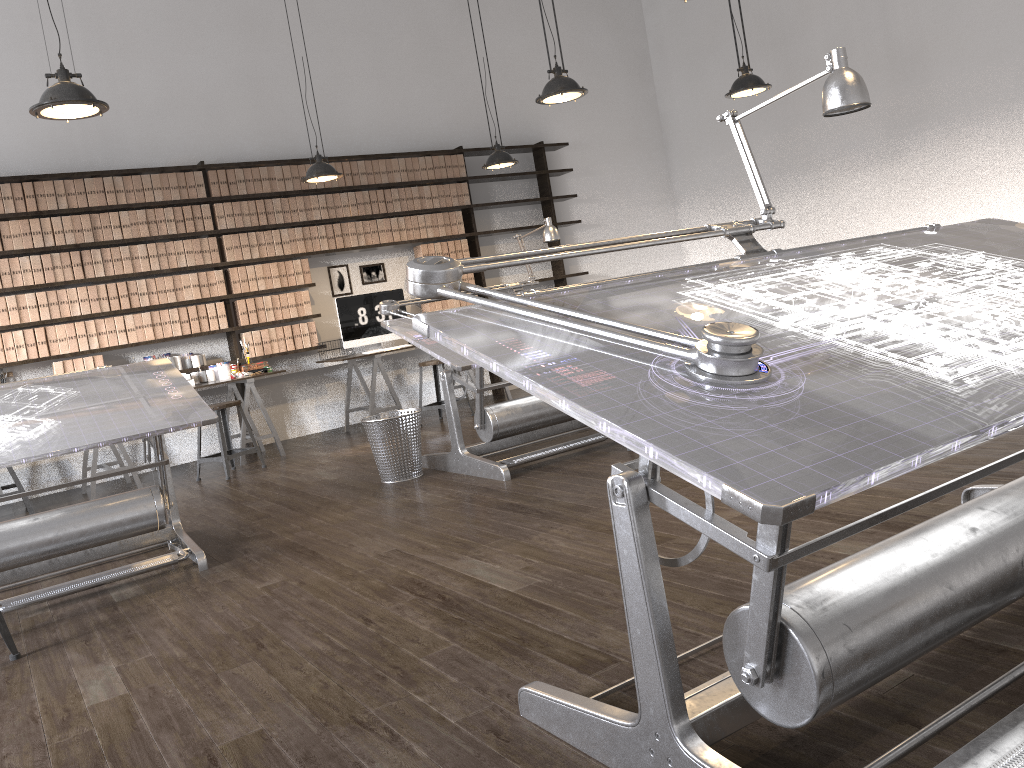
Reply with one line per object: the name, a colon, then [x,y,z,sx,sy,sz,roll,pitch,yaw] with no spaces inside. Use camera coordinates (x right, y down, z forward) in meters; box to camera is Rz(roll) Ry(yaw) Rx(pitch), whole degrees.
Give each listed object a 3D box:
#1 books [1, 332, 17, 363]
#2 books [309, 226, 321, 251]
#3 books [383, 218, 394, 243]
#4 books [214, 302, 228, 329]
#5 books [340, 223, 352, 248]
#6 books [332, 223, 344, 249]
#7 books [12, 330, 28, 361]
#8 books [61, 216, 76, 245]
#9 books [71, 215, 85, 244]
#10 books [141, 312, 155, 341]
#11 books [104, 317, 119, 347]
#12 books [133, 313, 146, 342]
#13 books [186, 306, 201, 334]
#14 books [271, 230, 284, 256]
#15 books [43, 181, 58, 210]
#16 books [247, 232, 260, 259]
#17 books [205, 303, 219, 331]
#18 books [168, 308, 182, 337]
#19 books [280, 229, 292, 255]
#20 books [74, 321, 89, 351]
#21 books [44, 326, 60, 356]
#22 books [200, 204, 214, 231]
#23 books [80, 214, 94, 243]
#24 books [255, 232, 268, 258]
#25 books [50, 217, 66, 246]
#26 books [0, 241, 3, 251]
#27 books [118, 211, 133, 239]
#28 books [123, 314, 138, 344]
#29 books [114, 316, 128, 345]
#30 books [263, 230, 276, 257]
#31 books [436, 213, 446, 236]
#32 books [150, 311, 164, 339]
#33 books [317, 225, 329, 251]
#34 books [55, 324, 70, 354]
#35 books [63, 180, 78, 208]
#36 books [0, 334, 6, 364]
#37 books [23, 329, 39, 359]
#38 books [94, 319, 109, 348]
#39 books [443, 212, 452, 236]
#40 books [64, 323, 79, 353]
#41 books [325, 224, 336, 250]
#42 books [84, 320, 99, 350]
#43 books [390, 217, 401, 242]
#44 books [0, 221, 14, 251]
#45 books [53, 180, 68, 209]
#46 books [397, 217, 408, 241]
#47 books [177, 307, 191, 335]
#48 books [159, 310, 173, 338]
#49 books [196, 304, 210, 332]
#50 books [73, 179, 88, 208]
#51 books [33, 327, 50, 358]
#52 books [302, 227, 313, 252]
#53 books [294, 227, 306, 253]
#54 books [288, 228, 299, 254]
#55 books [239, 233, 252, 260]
books: [-3.758,-0.271,6.617,0.067,0.225,0.174,-11,4,-31]
books: [-1.779,-1.281,7.887,0.067,0.225,0.174,-11,4,-31]
books: [-1.184,-1.417,8.252,0.067,0.225,0.174,-11,4,-31]
books: [-2.452,-0.569,7.430,0.067,0.225,0.174,-11,4,-31]
books: [-1.535,-1.337,8.040,0.067,0.225,0.174,-11,4,-31]
books: [-1.595,-1.323,7.997,0.067,0.225,0.174,-11,4,-31]
books: [-3.697,-0.284,6.650,0.067,0.225,0.174,-11,4,-31]
books: [-3.441,-1.176,6.862,0.067,0.225,0.174,-11,4,-31]
books: [-3.389,-1.188,6.896,0.067,0.225,0.174,-11,4,-31]
books: [-2.938,-0.457,7.122,0.067,0.225,0.174,-11,4,-31]
books: [-3.169,-0.405,6.984,0.067,0.225,0.174,-11,4,-31]
books: [-2.996,-0.445,7.091,0.067,0.225,0.174,-11,4,-31]
books: [-2.641,-0.525,7.309,0.067,0.225,0.174,-11,4,-31]
books: [-2.061,-1.216,7.705,0.067,0.225,0.174,-11,4,-31]
books: [-3.552,-1.433,6.806,0.067,0.225,0.174,-11,4,-31]
books: [-2.238,-1.176,7.597,0.067,0.225,0.174,-11,4,-31]
books: [-2.516,-0.554,7.387,0.067,0.225,0.174,-11,4,-31]
books: [-2.764,-0.497,7.233,0.067,0.225,0.174,-11,4,-31]
books: [-2.001,-1.230,7.745,0.067,0.225,0.174,-11,4,-31]
books: [-3.343,-0.365,6.869,0.067,0.225,0.174,-11,4,-31]
books: [-3.515,-0.326,6.769,0.067,0.225,0.174,-11,4,-31]
books: [-2.566,-1.376,7.410,0.067,0.225,0.174,-11,4,-31]
books: [-3.331,-1.200,6.927,0.067,0.225,0.174,-11,4,-31]
books: [-2.181,-1.190,7.637,0.067,0.225,0.174,-11,4,-31]
books: [-3.501,-1.162,6.822,0.067,0.225,0.174,-11,4,-31]
books: [-3.854,-1.081,6.602,0.067,0.225,0.174,-11,4,-31]
books: [-3.096,-1.254,7.077,0.067,0.225,0.174,-11,4,-31]
books: [-3.048,-0.432,7.057,0.067,0.225,0.174,-11,4,-31]
books: [-3.108,-0.419,7.018,0.067,0.225,0.174,-11,4,-31]
books: [-2.122,-1.203,7.672,0.067,0.225,0.174,-11,4,-31]
books: [-0.719,-1.523,8.543,0.067,0.225,0.174,-11,4,-31]
books: [-2.885,-0.470,7.162,0.067,0.225,0.174,-11,4,-31]
books: [-1.717,-1.295,7.921,0.067,0.225,0.174,-11,4,-31]
books: [-3.459,-0.339,6.802,0.067,0.225,0.174,-11,4,-31]
books: [-3.437,-1.460,6.886,0.067,0.225,0.174,-11,4,-31]
books: [-3.817,-0.257,6.580,0.067,0.225,0.174,-11,4,-31]
books: [-3.640,-0.298,6.691,0.067,0.225,0.174,-11,4,-31]
books: [-3.228,-0.392,6.949,0.067,0.225,0.174,-11,4,-31]
books: [-0.665,-1.536,8.583,0.067,0.225,0.174,-11,4,-31]
books: [-3.404,-0.351,6.831,0.067,0.225,0.174,-11,4,-31]
books: [-1.660,-1.309,7.962,0.067,0.225,0.174,-11,4,-31]
books: [-3.284,-0.379,6.910,0.067,0.225,0.174,-11,4,-31]
books: [-1.124,-1.430,8.289,0.067,0.225,0.174,-11,4,-31]
books: [-3.795,-1.095,6.645,0.067,0.225,0.174,-11,4,-31]
books: [-3.493,-1.447,6.846,0.067,0.225,0.174,-11,4,-31]
books: [-1.065,-1.444,8.330,0.067,0.225,0.174,-11,4,-31]
books: [-2.707,-0.511,7.274,0.067,0.225,0.174,-11,4,-31]
books: [-2.825,-0.484,7.200,0.067,0.225,0.174,-11,4,-31]
books: [-2.582,-0.539,7.352,0.067,0.225,0.174,-11,4,-31]
books: [-3.378,-1.473,6.921,0.067,0.225,0.174,-11,4,-31]
books: [-3.574,-0.312,6.726,0.067,0.225,0.174,-11,4,-31]
books: [-1.838,-1.268,7.850,0.067,0.225,0.174,-11,4,-31]
books: [-1.891,-1.255,7.810,0.067,0.225,0.174,-11,4,-31]
books: [-1.950,-1.242,7.779,0.067,0.225,0.174,-11,4,-31]
books: [-2.296,-1.162,7.557,0.067,0.225,0.174,-11,4,-31]
